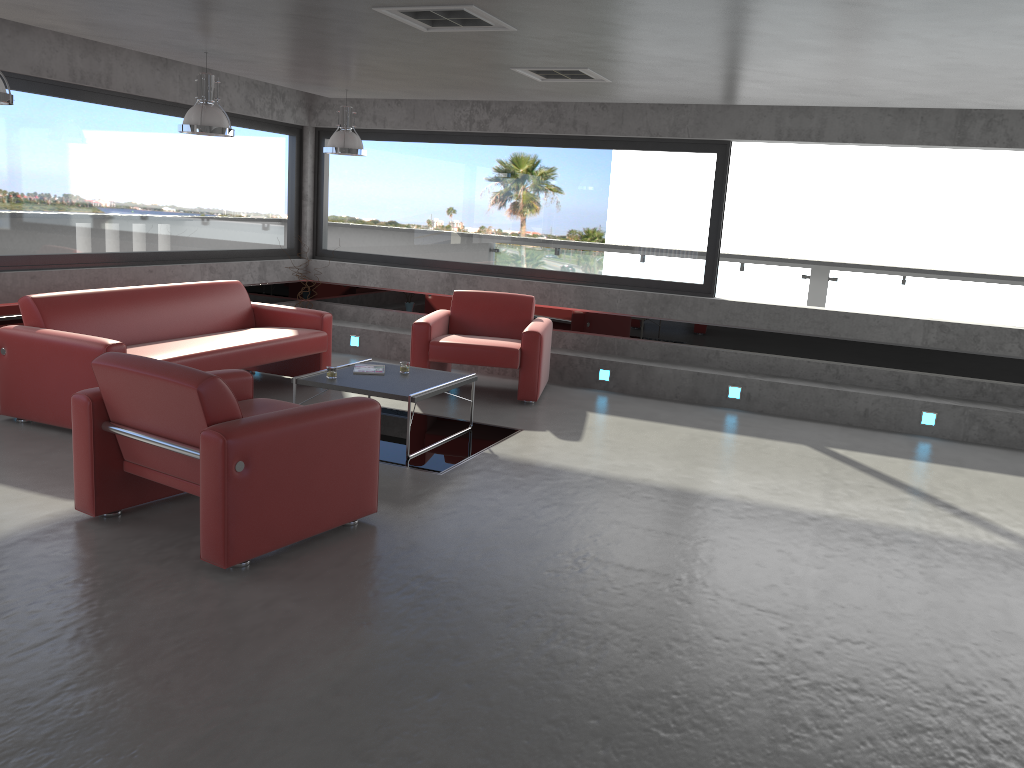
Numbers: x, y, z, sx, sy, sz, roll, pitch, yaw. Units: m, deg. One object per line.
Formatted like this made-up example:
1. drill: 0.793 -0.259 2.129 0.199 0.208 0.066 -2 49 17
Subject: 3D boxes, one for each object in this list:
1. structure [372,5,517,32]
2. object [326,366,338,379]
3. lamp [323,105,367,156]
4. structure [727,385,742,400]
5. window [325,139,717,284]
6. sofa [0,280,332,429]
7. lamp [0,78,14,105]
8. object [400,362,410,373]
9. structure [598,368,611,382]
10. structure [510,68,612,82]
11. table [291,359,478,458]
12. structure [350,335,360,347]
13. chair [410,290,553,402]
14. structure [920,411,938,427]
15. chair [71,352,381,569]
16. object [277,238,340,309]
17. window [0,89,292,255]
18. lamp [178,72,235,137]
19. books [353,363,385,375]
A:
1. structure: -0.331 -2.012 4.597 0.563 0.240 0.563 8 12 22
2. object: -1.294 -0.084 6.371 0.079 0.077 0.079 5 11 5
3. lamp: -1.501 -2.290 8.009 0.388 0.422 0.389 6 11 11
4. structure: 2.073 0.081 8.261 0.123 0.123 0.004 8 12 22
5. window: -0.127 -1.915 9.492 4.583 1.364 0.003 8 12 22
6. sofa: -2.587 -0.326 7.149 1.120 0.854 2.626 8 12 22
7. lamp: -2.892 -1.734 4.736 0.389 0.422 0.388 8 12 22
8. object: -0.815 -0.126 6.743 0.079 0.077 0.079 10 13 30
9. structure: 0.909 -0.088 8.727 0.123 0.123 0.004 8 12 22
10. structure: 0.360 -2.289 6.224 0.563 0.240 0.563 8 12 22
11. table: -0.924 0.149 6.576 0.994 0.436 1.018 8 12 22
12. structure: -1.736 -0.471 9.786 0.123 0.123 0.004 8 12 22
13. chair: -0.262 -0.397 8.278 1.196 0.854 1.130 5 11 7
14. structure: 3.595 0.301 7.651 0.123 0.123 0.004 8 12 22
15. chair: -1.438 0.248 4.628 1.196 0.854 1.130 11 13 31
16. object: -2.146 -0.880 9.160 0.531 1.289 0.466 11 14 34
17. window: -4.018 -1.602 6.617 0.003 1.364 7.800 8 12 22
18. lamp: -2.196 -2.012 6.372 0.389 0.422 0.388 8 12 22
19. books: -1.085 -0.117 6.752 0.228 0.022 0.326 2 11 -8
